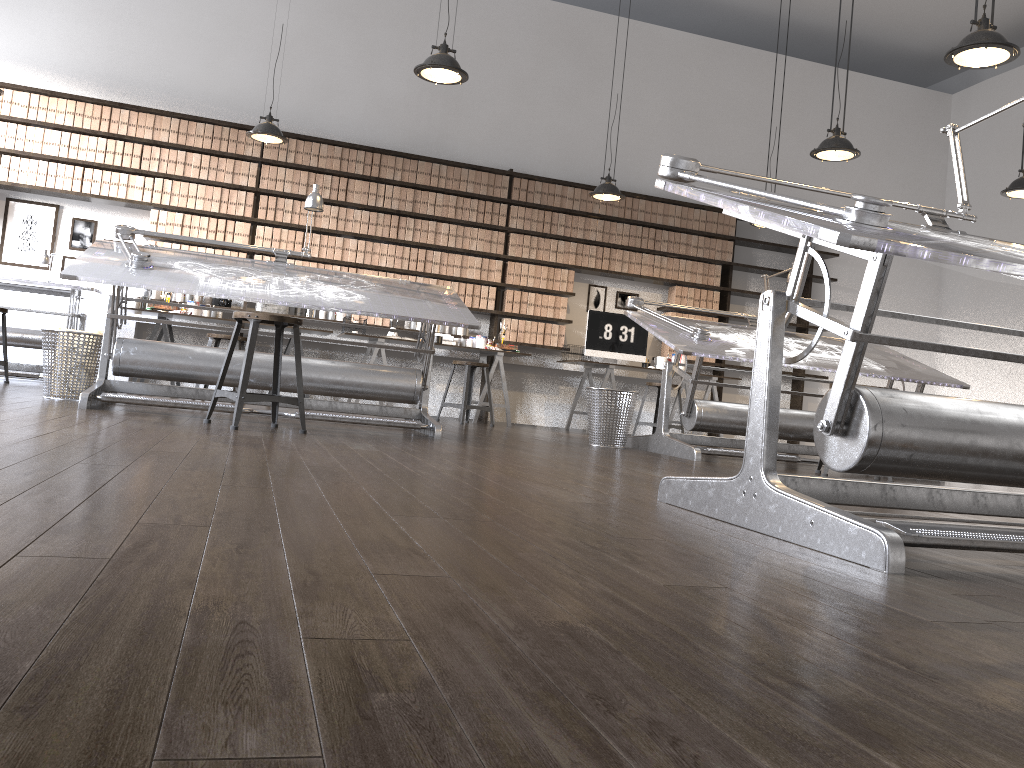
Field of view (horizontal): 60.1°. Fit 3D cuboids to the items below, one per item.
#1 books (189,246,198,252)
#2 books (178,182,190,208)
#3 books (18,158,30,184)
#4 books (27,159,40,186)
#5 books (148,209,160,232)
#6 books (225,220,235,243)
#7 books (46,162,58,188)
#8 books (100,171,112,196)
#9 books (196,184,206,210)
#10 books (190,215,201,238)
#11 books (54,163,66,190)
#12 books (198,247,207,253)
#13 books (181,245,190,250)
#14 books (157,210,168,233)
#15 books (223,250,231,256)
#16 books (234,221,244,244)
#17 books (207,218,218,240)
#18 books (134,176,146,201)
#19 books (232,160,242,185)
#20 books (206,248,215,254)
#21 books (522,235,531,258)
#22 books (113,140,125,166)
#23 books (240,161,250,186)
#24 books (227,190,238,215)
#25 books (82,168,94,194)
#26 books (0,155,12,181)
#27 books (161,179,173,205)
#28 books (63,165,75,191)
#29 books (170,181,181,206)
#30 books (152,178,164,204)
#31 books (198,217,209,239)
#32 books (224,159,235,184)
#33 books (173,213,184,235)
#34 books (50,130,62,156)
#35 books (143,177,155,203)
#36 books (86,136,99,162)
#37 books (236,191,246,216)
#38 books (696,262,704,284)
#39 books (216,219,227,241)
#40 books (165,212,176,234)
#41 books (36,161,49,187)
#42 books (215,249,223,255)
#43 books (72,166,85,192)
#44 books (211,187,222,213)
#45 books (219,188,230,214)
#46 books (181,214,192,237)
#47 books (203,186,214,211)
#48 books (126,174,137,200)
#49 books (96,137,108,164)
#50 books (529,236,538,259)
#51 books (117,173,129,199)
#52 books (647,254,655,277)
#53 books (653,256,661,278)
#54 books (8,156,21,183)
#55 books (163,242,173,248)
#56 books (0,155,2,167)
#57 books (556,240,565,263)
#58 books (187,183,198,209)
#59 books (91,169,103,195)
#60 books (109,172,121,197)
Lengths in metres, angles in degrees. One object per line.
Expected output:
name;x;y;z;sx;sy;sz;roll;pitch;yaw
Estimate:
books;-2.823;-1.096;7.832;0.066;0.226;0.174;7;-3;-16
books;-2.896;-1.655;7.829;0.066;0.226;0.174;7;-3;-17
books;-4.103;-1.775;7.478;0.066;0.226;0.174;7;-3;-16
books;-4.036;-1.768;7.494;0.066;0.226;0.174;7;-3;-17
books;-3.127;-1.401;7.747;0.067;0.226;0.174;7;-3;-17
books;-2.527;-1.337;7.928;0.066;0.226;0.174;7;-3;-17
books;-3.897;-1.754;7.531;0.067;0.226;0.174;7;-3;-16
books;-3.498;-1.712;7.654;0.066;0.226;0.174;7;-3;-17
books;-2.759;-1.641;7.867;0.066;0.226;0.174;7;-3;-17
books;-2.804;-1.367;7.846;0.066;0.226;0.174;7;-3;-16
books;-3.837;-1.748;7.553;0.066;0.226;0.174;7;-3;-17
books;-2.755;-1.089;7.847;0.066;0.226;0.174;7;-3;-17
books;-2.889;-1.103;7.810;0.066;0.226;0.174;7;-3;-16
books;-3.059;-1.393;7.769;0.066;0.226;0.174;7;-3;-16
books;-2.557;-1.068;7.906;0.066;0.226;0.174;7;-3;-17
books;-2.454;-1.330;7.947;0.066;0.226;0.174;7;-3;-16
books;-2.669;-1.352;7.886;0.066;0.226;0.174;7;-3;-17
books;-3.242;-1.685;7.726;0.066;0.226;0.174;7;-3;-17
books;-2.468;-1.880;7.964;0.066;0.226;0.174;7;-3;-16
books;-2.685;-1.082;7.864;0.066;0.226;0.174;7;-3;-17
books;0.119;-1.337;8.704;0.066;0.226;0.174;7;-3;-17
books;-3.406;-1.979;7.689;0.066;0.226;0.174;7;-3;-17
books;-2.407;-1.874;7.980;0.066;0.226;0.174;7;-3;-16
books;-2.504;-1.614;7.944;0.066;0.226;0.174;7;-3;-17
books;-3.634;-1.726;7.615;0.066;0.226;0.174;7;-3;-16
books;-4.235;-1.789;7.434;0.067;0.226;0.174;7;-3;-17
books;-3.028;-1.669;7.788;0.066;0.226;0.174;7;-3;-16
books;-3.776;-1.741;7.573;0.066;0.226;0.174;7;-3;-16
books;-2.963;-1.662;7.811;0.066;0.226;0.174;7;-3;-17
books;-3.096;-1.677;7.765;0.066;0.226;0.174;7;-3;-16
books;-2.735;-1.359;7.862;0.066;0.226;0.174;7;-3;-17
books;-2.530;-1.887;7.941;0.067;0.226;0.174;7;-3;-17
books;-2.934;-1.380;7.802;0.067;0.226;0.174;7;-3;-17
books;-3.873;-2.028;7.552;0.066;0.226;0.174;7;-3;-16
books;-3.172;-1.677;7.744;0.067;0.226;0.174;7;-3;-16
books;-3.604;-2.000;7.630;0.066;0.226;0.174;7;-3;-17
books;-2.436;-1.607;7.960;0.066;0.226;0.174;7;-3;-16
books;1.917;-1.147;9.230;0.067;0.226;0.174;7;-3;-16
books;-2.596;-1.345;7.902;0.067;0.226;0.174;7;-3;-16
books;-2.999;-1.387;7.788;0.066;0.226;0.174;7;-3;-16
books;-3.966;-1.761;7.511;0.066;0.226;0.174;7;-3;-17
books;-2.616;-1.074;7.884;0.067;0.226;0.174;7;-3;-16
books;-3.703;-1.733;7.589;0.067;0.226;0.174;7;-3;-17
books;-2.635;-1.628;7.900;0.067;0.226;0.174;7;-3;-16
books;-2.572;-1.621;7.925;0.066;0.226;0.174;7;-3;-17
books;-2.872;-1.374;7.826;0.066;0.226;0.174;7;-3;-16
books;-2.699;-1.635;7.886;0.066;0.226;0.174;7;-3;-17
books;-3.302;-1.691;7.710;0.066;0.226;0.174;7;-3;-17
books;-3.534;-1.992;7.647;0.066;0.226;0.174;7;-3;-17
books;0.187;-1.330;8.727;0.066;0.226;0.174;7;-3;-17
books;-3.365;-1.698;7.687;0.067;0.226;0.174;7;-3;-16
books;1.386;-1.203;9.074;0.067;0.226;0.174;7;-3;-17
books;1.455;-1.196;9.094;0.066;0.226;0.174;7;-3;-16
books;-4.169;-1.782;7.457;0.066;0.226;0.174;7;-3;-16
books;-3.025;-1.117;7.769;0.066;0.226;0.174;7;-3;-16
books;-4.314;-1.798;7.412;0.066;0.226;0.174;7;-3;-17
books;0.456;-1.301;8.806;0.066;0.226;0.174;7;-3;-16
books;-2.828;-1.648;7.845;0.067;0.226;0.174;7;-3;-16
books;-3.564;-1.719;7.630;0.066;0.226;0.174;7;-3;-16
books;-3.430;-1.705;7.673;0.066;0.226;0.174;7;-3;-17
